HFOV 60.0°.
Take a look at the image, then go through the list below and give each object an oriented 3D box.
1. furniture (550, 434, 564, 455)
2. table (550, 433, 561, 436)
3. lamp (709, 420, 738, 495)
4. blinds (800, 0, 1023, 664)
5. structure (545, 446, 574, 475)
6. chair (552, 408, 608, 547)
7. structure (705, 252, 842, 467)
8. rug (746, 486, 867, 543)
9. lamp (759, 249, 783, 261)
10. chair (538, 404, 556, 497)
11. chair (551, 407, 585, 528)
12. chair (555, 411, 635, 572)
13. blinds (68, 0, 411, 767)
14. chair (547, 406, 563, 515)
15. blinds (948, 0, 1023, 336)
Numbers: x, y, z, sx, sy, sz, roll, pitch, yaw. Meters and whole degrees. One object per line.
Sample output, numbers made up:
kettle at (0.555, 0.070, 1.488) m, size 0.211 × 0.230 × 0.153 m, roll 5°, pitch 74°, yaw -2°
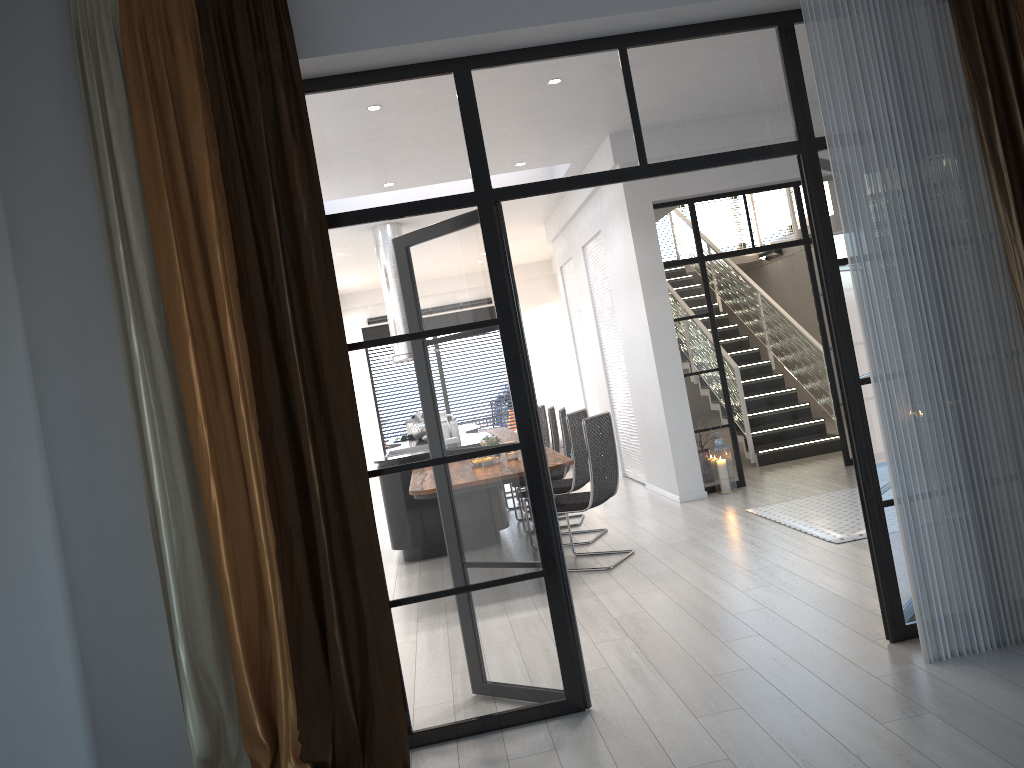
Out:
furniture at (0.534, 0.956, 12.292) m, size 0.700 × 0.460 × 0.699 m, roll -10°, pitch 0°, yaw -10°
table at (0.353, 1.033, 13.388) m, size 1.000 × 0.350 × 0.999 m, roll -10°, pitch 0°, yaw -5°
lamp at (1.885, 0.652, 8.022) m, size 0.148 × 0.665 × 0.157 m, roll -10°, pitch -1°, yaw -6°
blinds at (1.977, -0.520, 3.545) m, size 1.301 × 3.069 × 0.052 m, roll -10°, pitch -1°, yaw -5°
structure at (-0.476, 0.965, 8.216) m, size 1.378 × 0.887 × 5.637 m, roll -10°, pitch 1°, yaw -5°
chair at (0.369, 0.756, 7.152) m, size 0.536 × 1.019 × 0.471 m, roll -10°, pitch -1°, yaw 24°
structure at (3.177, -1.103, 11.251) m, size 2.395 × 3.603 × 5.798 m, roll -10°, pitch 0°, yaw -5°
rug at (3.036, 0.786, 6.387) m, size 2.277 × 0.020 × 1.584 m, roll -10°, pitch 1°, yaw -6°
lamp at (3.941, -1.963, 13.503) m, size 0.152 × 0.124 × 0.567 m, roll -10°, pitch 1°, yaw -5°
chair at (0.135, 0.774, 9.490) m, size 0.536 × 1.019 × 0.471 m, roll -10°, pitch -1°, yaw 14°
chair at (0.283, 0.763, 7.966) m, size 0.536 × 1.019 × 0.471 m, roll -10°, pitch -1°, yaw 9°
chair at (0.448, 0.751, 6.218) m, size 0.535 × 1.019 × 0.471 m, roll -11°, pitch -1°, yaw 29°
blinds at (-0.970, 0.006, 3.156) m, size 0.811 × 3.046 × 0.254 m, roll -10°, pitch -1°, yaw -6°
chair at (0.215, 0.768, 8.681) m, size 0.536 × 1.019 × 0.471 m, roll -10°, pitch -1°, yaw 9°
blinds at (2.266, -0.579, 3.472) m, size 0.811 × 3.046 × 0.254 m, roll -10°, pitch -1°, yaw -5°
